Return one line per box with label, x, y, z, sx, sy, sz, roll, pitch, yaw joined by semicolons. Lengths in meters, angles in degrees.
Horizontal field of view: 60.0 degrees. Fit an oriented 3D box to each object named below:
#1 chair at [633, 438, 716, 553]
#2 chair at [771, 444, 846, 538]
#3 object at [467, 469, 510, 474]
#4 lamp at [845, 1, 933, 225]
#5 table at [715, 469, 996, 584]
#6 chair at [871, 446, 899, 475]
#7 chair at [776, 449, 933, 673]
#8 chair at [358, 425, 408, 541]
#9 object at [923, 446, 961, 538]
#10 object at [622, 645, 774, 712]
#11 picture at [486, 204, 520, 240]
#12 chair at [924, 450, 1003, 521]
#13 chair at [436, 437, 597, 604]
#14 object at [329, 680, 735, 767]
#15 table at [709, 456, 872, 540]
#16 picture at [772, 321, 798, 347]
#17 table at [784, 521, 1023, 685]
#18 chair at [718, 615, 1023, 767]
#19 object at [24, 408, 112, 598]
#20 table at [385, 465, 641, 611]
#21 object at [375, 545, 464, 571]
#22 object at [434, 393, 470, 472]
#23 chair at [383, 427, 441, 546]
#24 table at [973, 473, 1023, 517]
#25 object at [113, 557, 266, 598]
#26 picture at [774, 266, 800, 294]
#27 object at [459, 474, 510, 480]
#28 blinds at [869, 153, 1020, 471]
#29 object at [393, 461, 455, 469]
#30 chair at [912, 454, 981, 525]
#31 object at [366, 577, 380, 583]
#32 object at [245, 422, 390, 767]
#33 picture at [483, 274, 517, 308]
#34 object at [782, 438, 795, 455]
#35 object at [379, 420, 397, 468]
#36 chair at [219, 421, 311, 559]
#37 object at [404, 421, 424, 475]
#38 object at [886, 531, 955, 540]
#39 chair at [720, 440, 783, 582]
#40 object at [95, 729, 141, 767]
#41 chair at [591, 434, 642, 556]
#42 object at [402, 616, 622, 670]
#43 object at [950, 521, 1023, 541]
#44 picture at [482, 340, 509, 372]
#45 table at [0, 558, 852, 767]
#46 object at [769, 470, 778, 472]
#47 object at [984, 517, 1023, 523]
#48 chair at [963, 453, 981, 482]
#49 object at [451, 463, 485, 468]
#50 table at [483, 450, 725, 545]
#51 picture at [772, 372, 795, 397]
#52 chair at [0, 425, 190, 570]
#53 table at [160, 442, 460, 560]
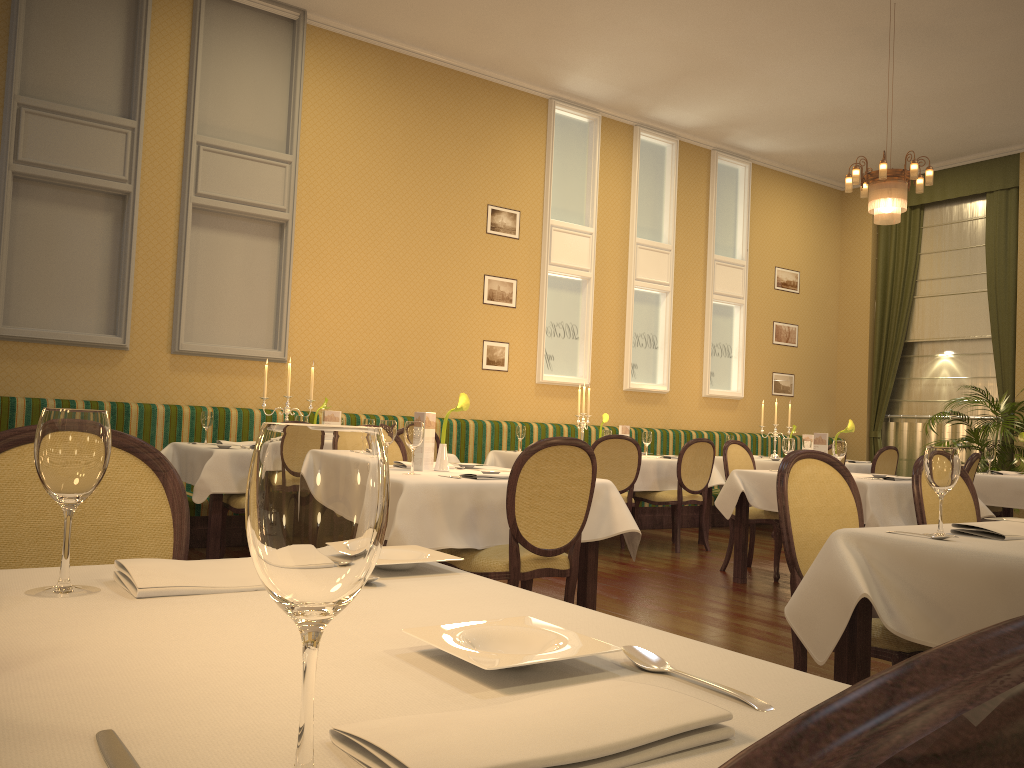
chair;1.406;0.930;7.597;0.530;0.955;0.571;4;-3;-35
chair;2.922;1.049;8.662;0.530;0.955;0.571;4;-3;-35
object;-0.097;0.405;4.025;0.160;0.024;0.160;4;-3;-35
lamp;2.957;-2.153;6.934;0.593;1.796;0.593;5;-3;-37
table;2.228;0.984;5.862;1.395;0.759;1.389;4;-3;-33
chair;3.629;1.103;9.117;0.530;0.955;0.571;4;-3;-35
chair;1.134;0.694;2.742;0.530;0.955;0.571;4;-3;-35
chair;-0.652;0.702;4.703;0.530;0.955;0.571;4;-3;-35
object;1.107;0.277;2.286;0.088;0.229;0.088;2;-3;13
object;0.167;0.274;0.831;0.038;0.015;0.181;4;-3;-33
picture;-0.085;-1.632;8.938;0.401;0.294;0.008;4;-3;-35
chair;4.037;1.070;7.992;0.530;0.955;0.571;4;-3;-35
chair;0.020;0.685;3.658;0.530;0.955;0.571;4;-3;-35
object;0.020;0.256;0.662;0.273;0.024;0.142;4;-3;-35
table;3.046;1.184;9.388;2.152;0.759;1.385;4;-3;-35
picture;3.539;-0.641;11.469;0.504;0.294;0.008;4;-3;-35
table;1.872;0.807;2.382;2.152;0.759;1.385;4;-3;-35
chair;-0.030;0.533;0.409;0.530;0.955;0.571;4;-3;-35
object;-0.556;0.146;1.115;0.088;0.229;0.088;2;-3;13
table;-0.257;0.789;4.120;1.395;0.759;1.389;4;-3;-33
object;-0.184;0.280;1.397;0.160;0.024;0.160;4;-3;-35
object;-0.287;0.226;4.183;0.163;0.375;0.076;1;-3;32
chair;-0.809;0.756;6.044;0.530;0.955;0.571;4;-3;-35
table;4.433;1.157;7.408;1.395;0.759;1.389;4;-3;-33
object;-0.386;0.259;1.218;0.273;0.033;0.142;4;-3;-35
picture;3.572;-1.345;11.502;0.504;0.294;0.008;4;-3;-35
object;-0.074;0.397;3.811;0.273;0.024;0.142;4;-3;-35
blinds;5.305;-0.530;10.979;0.225;4.537;1.934;5;-3;-36
object;-0.435;0.403;4.398;0.273;0.033;0.142;4;-3;-35
chair;1.765;0.744;3.184;0.530;0.955;0.571;4;-3;-35
object;-0.242;0.276;1.301;0.038;0.015;0.181;4;-3;-33
object;-0.123;0.140;0.547;0.088;0.229;0.088;2;-3;13
picture;-0.117;-0.929;8.905;0.401;0.294;0.008;4;-3;-35
object;1.880;0.485;6.037;0.088;0.229;0.088;2;-3;7
object;-0.605;0.290;4.295;0.088;0.229;0.088;2;-3;13
chair;-1.493;0.703;5.566;0.530;0.955;0.571;4;-3;-35
object;-0.427;0.277;3.837;0.088;0.229;0.088;2;-3;13
object;1.027;0.378;2.235;0.038;0.015;0.181;4;-3;-33
chair;1.838;0.898;6.453;0.571;0.955;0.530;0;-4;45
object;-0.242;0.244;0.560;0.017;0.010;0.185;4;-3;-35
chair;0.743;0.878;7.126;0.530;0.955;0.571;3;-3;-10
object;-0.003;0.264;0.877;0.160;0.024;0.160;4;-3;-35
object;1.309;0.390;2.362;0.273;0.033;0.142;4;-3;-35
picture;-0.162;-0.280;8.865;0.313;0.294;0.008;4;-3;-35
table;-0.595;0.614;0.652;2.152;0.759;1.385;4;-3;-35
object;1.811;0.589;5.978;0.017;0.010;0.185;4;-3;-34
object;1.507;0.413;2.605;0.160;0.024;0.160;4;-3;-35
chair;2.530;0.882;5.416;0.571;0.955;0.530;1;-3;35
object;-0.233;0.424;4.577;0.160;0.024;0.160;4;-3;-35
table;0.840;1.011;7.842;2.152;0.759;1.385;4;-3;-35
picture;3.498;0.008;11.431;0.437;0.294;0.008;4;-3;-35
chair;-0.702;0.550;1.455;0.530;0.955;0.571;4;-3;-35
table;-1.369;0.837;6.292;2.152;0.759;1.385;4;-3;-35
